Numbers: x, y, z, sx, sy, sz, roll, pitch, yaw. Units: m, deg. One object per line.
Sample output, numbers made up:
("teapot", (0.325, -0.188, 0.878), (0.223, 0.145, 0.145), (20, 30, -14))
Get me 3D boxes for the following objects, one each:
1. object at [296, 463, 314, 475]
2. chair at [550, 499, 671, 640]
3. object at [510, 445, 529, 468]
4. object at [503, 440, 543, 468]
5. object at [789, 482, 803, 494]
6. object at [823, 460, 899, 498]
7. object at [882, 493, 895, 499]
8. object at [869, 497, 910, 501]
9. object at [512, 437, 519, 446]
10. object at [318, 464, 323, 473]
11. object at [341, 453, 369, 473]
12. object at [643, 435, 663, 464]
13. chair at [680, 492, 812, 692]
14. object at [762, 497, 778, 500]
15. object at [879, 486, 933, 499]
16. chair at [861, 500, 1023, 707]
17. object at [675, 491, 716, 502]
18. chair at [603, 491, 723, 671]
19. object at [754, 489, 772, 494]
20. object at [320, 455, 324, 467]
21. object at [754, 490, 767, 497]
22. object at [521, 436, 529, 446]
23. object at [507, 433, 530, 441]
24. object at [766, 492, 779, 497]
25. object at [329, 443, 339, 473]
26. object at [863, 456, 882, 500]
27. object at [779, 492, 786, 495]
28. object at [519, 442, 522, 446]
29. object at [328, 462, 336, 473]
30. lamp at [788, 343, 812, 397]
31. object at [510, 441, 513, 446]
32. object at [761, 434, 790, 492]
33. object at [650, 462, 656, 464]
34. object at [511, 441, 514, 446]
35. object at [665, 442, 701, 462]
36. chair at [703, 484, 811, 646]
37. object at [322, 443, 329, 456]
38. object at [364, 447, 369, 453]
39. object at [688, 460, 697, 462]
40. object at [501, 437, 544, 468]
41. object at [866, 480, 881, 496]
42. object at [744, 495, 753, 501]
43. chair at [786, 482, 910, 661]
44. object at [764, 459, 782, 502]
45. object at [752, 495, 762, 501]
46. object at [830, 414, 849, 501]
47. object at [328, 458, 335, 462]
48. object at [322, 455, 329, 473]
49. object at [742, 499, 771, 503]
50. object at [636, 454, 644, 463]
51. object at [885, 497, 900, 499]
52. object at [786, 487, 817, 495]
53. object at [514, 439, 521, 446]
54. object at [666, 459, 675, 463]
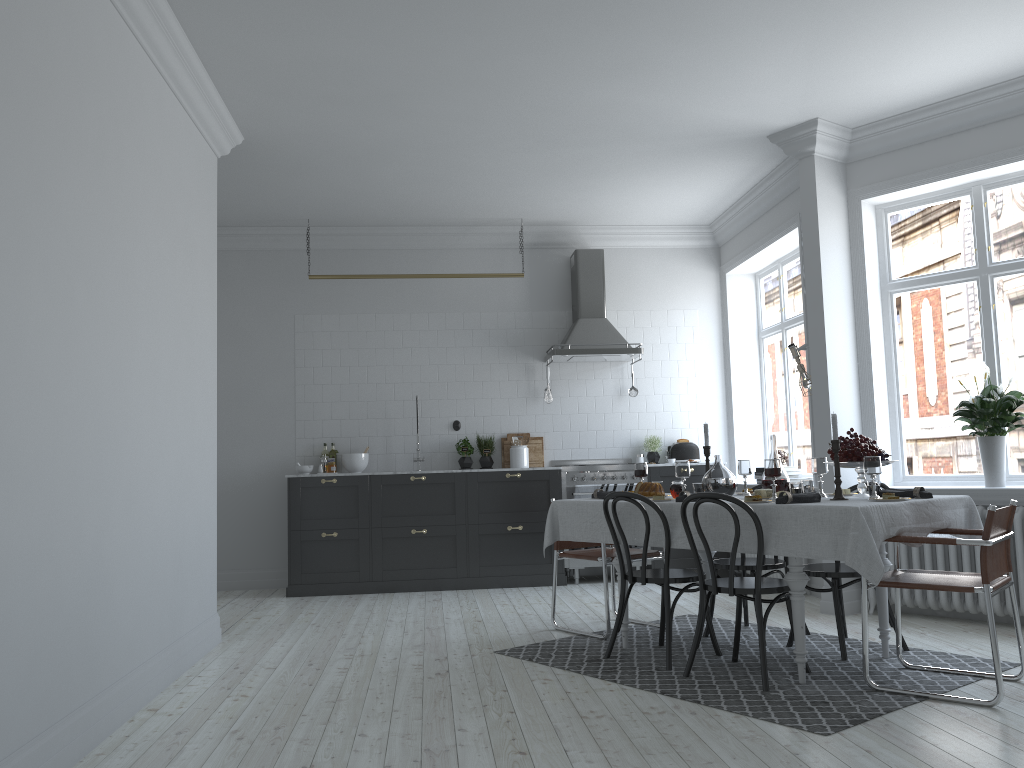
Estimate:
("object", (-1.882, 0.767, 8.055), (0.159, 0.110, 0.172), (-1, -5, -11))
("chair", (0.617, 1.151, 5.695), (0.546, 0.837, 0.593), (2, -6, -34))
("object", (0.068, 0.679, 8.254), (0.174, 0.208, 0.174), (-1, -5, -10))
("object", (0.104, 0.662, 8.374), (0.360, 0.261, 0.053), (-1, -5, -5))
("object", (1.417, 0.539, 4.424), (0.066, 0.094, 0.066), (0, -5, -17))
("object", (1.821, 0.497, 4.620), (0.367, 0.188, 0.367), (-5, -6, 36))
("object", (1.805, 0.540, 4.251), (0.057, 0.037, 0.021), (-3, -5, 15))
("object", (1.800, 0.550, 4.218), (0.182, 0.013, 0.182), (-2, -5, 4))
("object", (0.064, 0.635, 8.268), (0.064, 0.290, 0.141), (2, -6, -32))
("object", (-1.734, 0.772, 8.040), (0.046, 0.084, 0.046), (0, -6, -19))
("object", (-1.440, 0.729, 8.139), (0.247, 0.175, 0.247), (-2, -5, 8))
("object", (1.342, 0.620, 8.434), (0.210, 0.283, 0.220), (-2, -5, 7))
("chair", (1.126, 0.979, 4.377), (0.463, 0.909, 0.564), (-7, -7, 43))
("object", (1.382, 0.607, 4.730), (0.251, 0.018, 0.251), (-1, -5, -5))
("object", (1.975, 0.541, 4.421), (0.247, 0.061, 0.165), (-5, -6, 34))
("chair", (1.976, 0.963, 4.073), (0.593, 0.837, 0.546), (-6, -7, 39))
("object", (0.987, 0.595, 4.705), (0.165, 0.061, 0.247), (-5, -6, 34))
("chair", (0.791, 1.031, 4.836), (0.564, 0.909, 0.463), (3, -7, -42))
("object", (1.350, 0.591, 4.753), (0.100, 0.056, 0.056), (-3, -5, 12))
("object", (-1.735, 0.738, 8.147), (0.059, 0.172, 0.059), (-4, -6, 26))
("object", (1.306, 0.581, 4.683), (0.039, 0.040, 0.078), (1, -6, -31))
("object", (0.098, 0.635, 8.299), (0.131, 0.296, 0.056), (1, -6, -26))
("object", (0.068, 0.631, 8.398), (0.220, 0.330, 0.041), (-1, -5, -5))
("object", (1.368, 0.590, 4.672), (0.077, 0.040, 0.040), (-3, -5, 14))
("object", (-1.648, 0.687, 8.221), (0.089, 0.282, 0.082), (-1, -5, -5))
("object", (1.779, 0.464, 4.368), (0.083, 0.215, 0.083), (-2, -5, -1))
("object", (1.412, 0.594, 4.711), (0.040, 0.039, 0.077), (2, -6, -35))
("object", (0.090, 0.658, 8.299), (0.050, 0.247, 0.114), (3, -7, -40))
("object", (-1.636, 0.762, 8.060), (0.078, 0.101, 0.078), (-4, -6, 23))
("lamp", (2.141, 0.180, 6.344), (0.131, 0.977, 0.312), (1, -6, -31))
("object", (0.037, 0.653, 8.248), (0.117, 0.251, 0.061), (-4, -6, 24))
("object", (1.462, 0.456, 4.934), (0.152, 0.352, 0.152), (3, -7, -45))
("object", (1.299, 0.746, 8.342), (0.091, 0.018, 0.062), (-1, -5, -8))
("object", (0.056, 0.658, 8.293), (0.118, 0.250, 0.033), (-1, -5, -5))
("object", (1.625, 0.652, 8.459), (0.326, 0.207, 0.219), (-2, -5, -1))
("chair", (1.465, 1.059, 5.356), (0.564, 0.909, 0.463), (3, -7, -42))
("object", (-1.729, 0.689, 8.219), (0.066, 0.282, 0.066), (-1, -5, -10))
("object", (-1.384, 0.691, 8.177), (0.042, 0.232, 0.209), (-5, -6, 35))
("object", (1.645, 0.713, 8.182), (0.119, 0.031, 0.074), (-4, -6, 27))
("object", (0.102, 0.653, 8.431), (0.400, 0.290, 0.030), (-1, -5, -6))
("object", (1.812, 0.528, 4.437), (0.066, 0.094, 0.066), (0, -5, -17))
("object", (1.183, 0.573, 4.413), (0.057, 0.037, 0.021), (1, -6, -24))
("chair", (1.845, 1.008, 4.923), (0.564, 0.909, 0.463), (1, -6, -27))
("object", (1.319, 0.487, 4.472), (0.083, 0.215, 0.083), (-2, -5, -1))
("object", (1.213, 0.569, 4.385), (0.036, 0.039, 0.051), (-5, -6, 34))
("object", (1.625, 0.364, 4.440), (0.089, 0.432, 0.089), (-3, -5, 17))
("object", (-1.668, 0.753, 8.163), (0.077, 0.141, 0.044), (-1, -5, -5))
("object", (-1.701, 0.732, 8.092), (0.059, 0.172, 0.059), (-4, -6, 26))
("object", (1.197, 0.585, 4.409), (0.182, 0.013, 0.182), (-3, -5, 9))
("object", (1.217, 0.717, 8.428), (0.072, 0.095, 0.072), (-6, -7, 40))
("object", (1.803, 0.544, 4.208), (0.057, 0.021, 0.037), (-1, -5, -5))
("object", (1.622, 0.608, 5.050), (0.165, 0.061, 0.247), (-5, -6, 34))
("object", (0.032, 0.646, 8.224), (0.054, 0.262, 0.149), (1, -6, -30))
("object", (1.455, 0.704, 8.089), (0.072, 0.040, 0.070), (0, -5, -13))
